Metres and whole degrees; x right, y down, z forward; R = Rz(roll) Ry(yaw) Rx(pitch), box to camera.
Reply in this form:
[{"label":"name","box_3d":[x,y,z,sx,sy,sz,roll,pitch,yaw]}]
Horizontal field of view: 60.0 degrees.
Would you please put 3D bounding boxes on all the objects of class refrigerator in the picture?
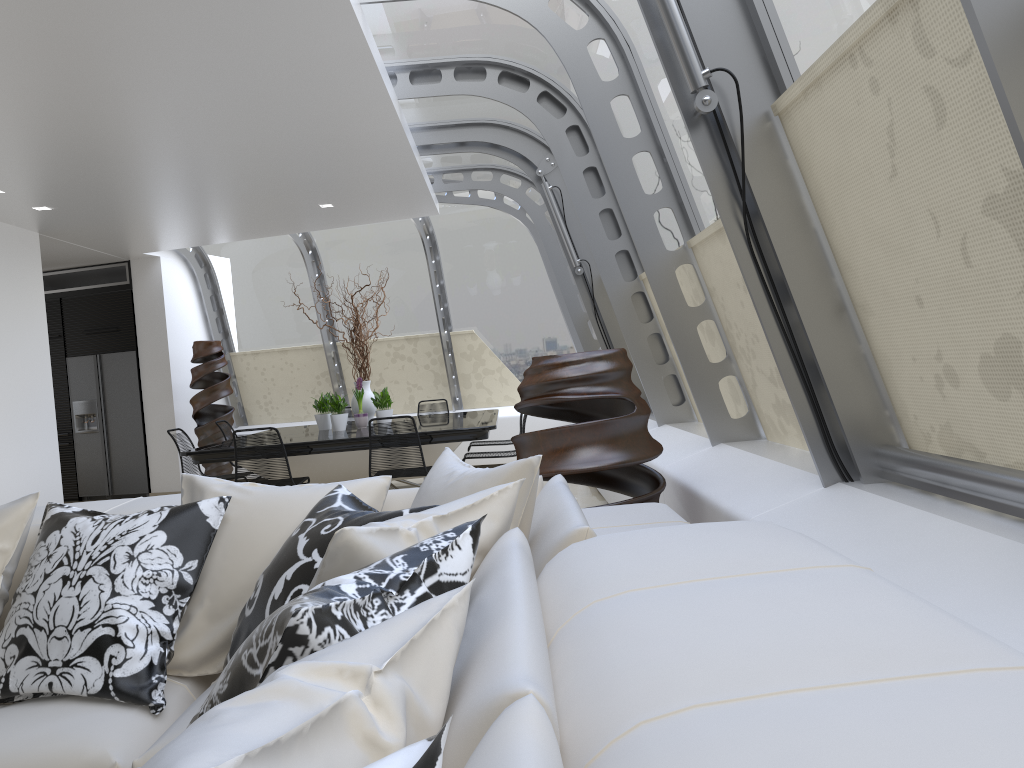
[{"label":"refrigerator","box_3d":[-4.967,0.500,11.026,1.006,1.742,0.234,-5,1,13]}]

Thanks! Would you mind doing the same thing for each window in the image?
[{"label":"window","box_3d":[-6.184,0.180,5.584,16.693,3.674,16.171,-5,1,6]}]

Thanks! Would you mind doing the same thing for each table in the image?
[{"label":"table","box_3d":[-1.345,0.785,8.408,2.494,0.759,3.031,-5,1,0]}]

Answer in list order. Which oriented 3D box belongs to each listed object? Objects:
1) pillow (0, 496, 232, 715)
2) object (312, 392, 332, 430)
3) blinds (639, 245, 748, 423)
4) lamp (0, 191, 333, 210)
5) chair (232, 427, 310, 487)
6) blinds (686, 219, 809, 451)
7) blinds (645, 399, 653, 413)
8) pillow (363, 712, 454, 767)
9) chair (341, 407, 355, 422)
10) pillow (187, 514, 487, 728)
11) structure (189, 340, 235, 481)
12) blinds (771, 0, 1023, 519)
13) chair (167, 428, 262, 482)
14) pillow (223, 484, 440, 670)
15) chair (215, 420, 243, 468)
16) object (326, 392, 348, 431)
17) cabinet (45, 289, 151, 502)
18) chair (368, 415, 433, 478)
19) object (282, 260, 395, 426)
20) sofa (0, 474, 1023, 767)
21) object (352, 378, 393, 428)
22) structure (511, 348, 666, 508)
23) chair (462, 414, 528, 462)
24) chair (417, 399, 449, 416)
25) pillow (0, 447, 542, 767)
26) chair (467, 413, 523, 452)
[{"label":"pillow","box_3d":[-1.068,0.556,2.272,0.604,0.471,0.394,-5,1,15]},{"label":"object","box_3d":[-1.812,0.257,8.556,0.215,0.369,0.284,-4,1,38]},{"label":"blinds","box_3d":[1.049,-0.211,5.151,0.329,1.027,1.430,-5,1,0]},{"label":"lamp","box_3d":[-6.525,-1.232,3.631,9.775,0.004,9.928,-5,1,0]},{"label":"chair","box_3d":[-1.862,0.576,6.806,0.446,0.519,0.688,-5,1,0]},{"label":"blinds","box_3d":[1.062,-0.187,3.612,0.329,1.027,1.430,-5,1,0]},{"label":"blinds","box_3d":[1.000,-0.325,6.687,0.387,1.214,1.376,-5,1,0]},{"label":"pillow","box_3d":[-0.284,0.506,0.462,0.383,0.463,0.606,-5,1,19]},{"label":"chair","box_3d":[-1.816,0.523,9.936,0.446,0.519,0.688,-5,1,0]},{"label":"pillow","box_3d":[-0.291,0.486,1.338,0.382,0.467,0.608,-5,1,19]},{"label":"structure","box_3d":[-3.514,0.407,10.443,0.498,1.843,0.493,-5,1,11]},{"label":"blinds","box_3d":[1.038,-0.255,2.082,0.387,1.214,1.376,-5,1,0]},{"label":"chair","box_3d":[-2.624,0.625,7.810,0.688,0.519,0.446,-5,1,0]},{"label":"pillow","box_3d":[-0.437,0.516,2.081,0.405,0.483,0.599,-5,1,-32]},{"label":"chair","box_3d":[-2.635,0.606,9.086,0.688,0.519,0.446,-5,1,0]},{"label":"object","box_3d":[-1.603,0.246,8.125,0.215,0.369,0.284,-4,1,33]},{"label":"cabinet","box_3d":[-5.506,0.197,11.450,2.252,2.558,0.831,-5,1,14]},{"label":"chair","box_3d":[-0.868,0.492,6.813,0.446,0.519,0.688,-5,1,0]},{"label":"object","box_3d":[-1.621,-0.351,8.431,1.031,1.549,1.135,-5,1,-8]},{"label":"sofa","box_3d":[-1.012,0.820,1.096,3.257,0.866,4.169,-5,1,0]},{"label":"object","box_3d":[-1.268,0.164,8.260,0.417,0.476,0.238,-4,1,28]},{"label":"structure","box_3d":[0.323,0.491,3.768,0.672,1.258,0.674,-5,1,-23]},{"label":"chair","box_3d":[-0.117,0.412,7.827,0.688,0.519,0.446,-5,1,0]},{"label":"chair","box_3d":[-0.894,0.444,9.942,0.446,0.519,0.688,-5,1,0]},{"label":"pillow","box_3d":[-0.429,0.484,1.437,1.656,0.530,3.322,-5,1,-30]},{"label":"chair","box_3d":[-0.128,0.393,9.103,0.688,0.519,0.446,-5,1,0]}]
